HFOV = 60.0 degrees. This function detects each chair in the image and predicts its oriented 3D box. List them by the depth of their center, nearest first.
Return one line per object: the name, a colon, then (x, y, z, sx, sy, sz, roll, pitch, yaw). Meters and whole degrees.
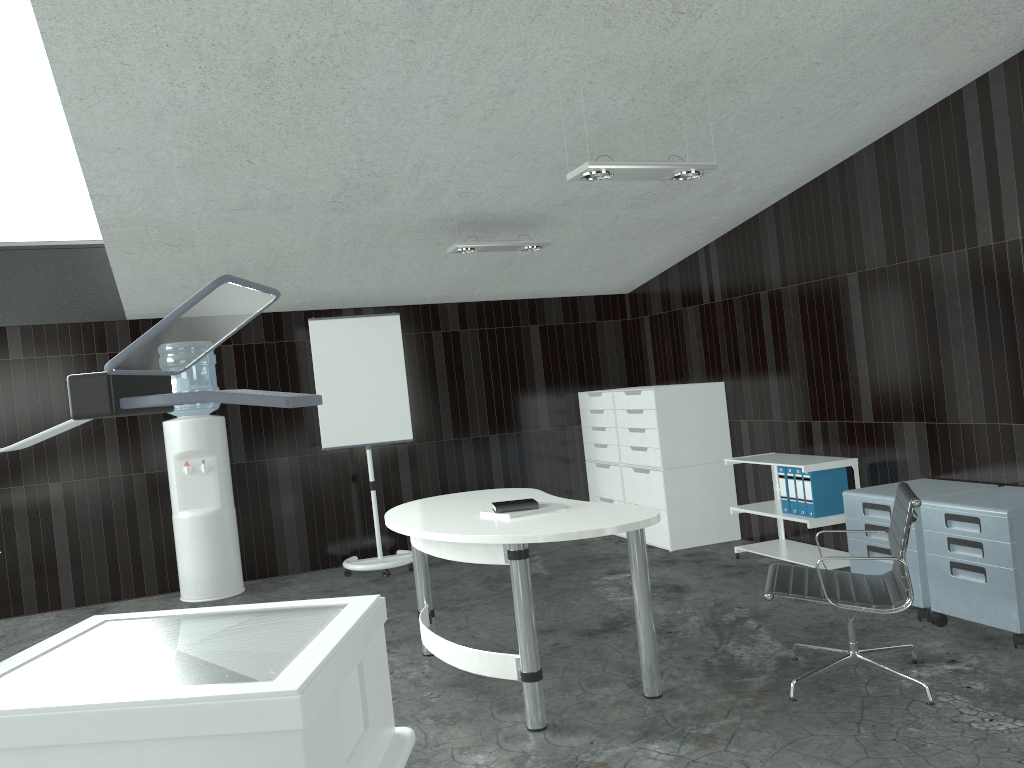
chair: (1.312, 0.889, 3.507, 0.587, 0.825, 0.560, -6, 0, 19)

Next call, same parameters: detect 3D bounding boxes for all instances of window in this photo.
window: (-8.817, -2.073, 3.612, 12.775, 3.101, 1.144, -6, 0, -20)

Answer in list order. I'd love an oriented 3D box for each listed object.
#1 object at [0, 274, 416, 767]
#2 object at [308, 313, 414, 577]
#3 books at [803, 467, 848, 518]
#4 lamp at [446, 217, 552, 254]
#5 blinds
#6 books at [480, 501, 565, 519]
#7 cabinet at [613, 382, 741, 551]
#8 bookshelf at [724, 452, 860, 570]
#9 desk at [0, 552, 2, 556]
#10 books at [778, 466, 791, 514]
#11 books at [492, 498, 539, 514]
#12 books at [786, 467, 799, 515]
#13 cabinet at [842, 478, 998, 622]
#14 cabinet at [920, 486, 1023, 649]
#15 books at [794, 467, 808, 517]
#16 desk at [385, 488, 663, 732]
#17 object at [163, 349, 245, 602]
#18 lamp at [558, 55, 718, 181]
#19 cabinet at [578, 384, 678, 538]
object: (-0.540, 0.661, 1.397, 0.680, 1.639, 0.559, -6, 0, 4)
object: (-1.058, 0.485, 6.522, 0.560, 2.091, 0.553, -6, 0, 33)
books: (1.866, 0.702, 5.264, 0.262, 0.320, 0.072, -6, 0, -20)
lamp: (-0.248, -2.687, 5.372, 0.600, 3.595, 0.212, -6, 0, -20)
blinds: (-3.270, -2.599, 5.649, 0.889, 2.982, 1.106, -6, 0, -20)
books: (0.044, 0.596, 3.799, 0.297, 0.021, 0.210, -6, 0, -37)
cabinet: (1.230, 0.663, 6.683, 0.587, 1.292, 0.639, -6, 0, -20)
bookshelf: (1.763, 0.888, 5.568, 0.403, 0.739, 0.817, -6, 0, -20)
desk: (-2.814, 1.043, 4.067, 0.700, 1.321, 0.900, -6, 0, -20)
books: (1.784, 0.710, 5.485, 0.262, 0.320, 0.072, -6, 0, -20)
books: (0.012, 0.574, 3.764, 0.183, 0.032, 0.164, -6, 0, -7)
books: (1.814, 0.707, 5.405, 0.262, 0.320, 0.072, -6, 0, -20)
cabinet: (2.079, 0.905, 4.468, 0.598, 0.648, 0.502, -6, 0, -21)
cabinet: (2.258, 0.888, 3.985, 0.598, 0.648, 0.502, -6, 0, -21)
books: (1.840, 0.704, 5.334, 0.262, 0.320, 0.072, -6, 0, -20)
desk: (-0.032, 1.024, 3.896, 0.910, 0.818, 1.600, -6, 0, -25)
object: (-2.187, 0.658, 6.203, 0.436, 1.967, 0.436, -6, 0, -31)
lamp: (0.371, -2.748, 3.698, 0.600, 3.595, 0.212, -6, 0, -20)
cabinet: (1.005, 0.685, 7.290, 0.587, 1.292, 0.639, -6, 0, -20)
